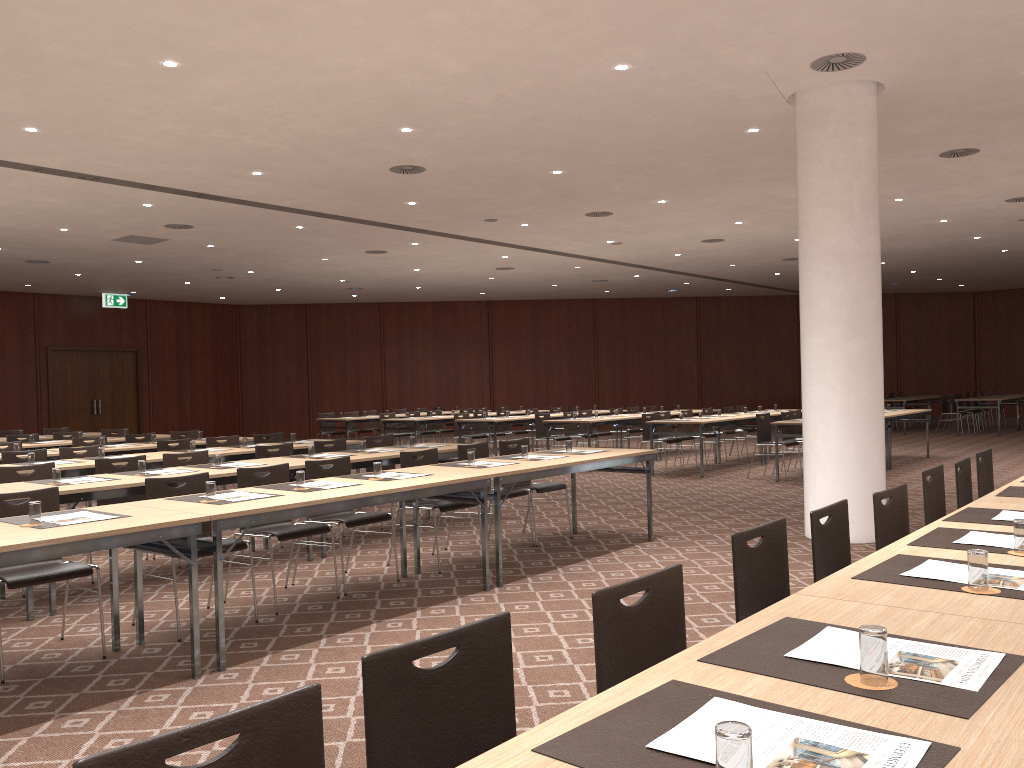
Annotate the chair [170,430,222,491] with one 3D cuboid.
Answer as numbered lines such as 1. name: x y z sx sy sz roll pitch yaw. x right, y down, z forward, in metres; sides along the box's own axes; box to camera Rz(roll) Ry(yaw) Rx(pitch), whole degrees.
1. chair: -4.410 1.112 12.231 0.614 0.939 0.535 -1 1 41

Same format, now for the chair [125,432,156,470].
1. chair: -4.830 1.124 11.775 0.614 0.939 0.535 -1 1 38

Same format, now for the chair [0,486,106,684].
1. chair: -2.677 1.071 4.947 0.614 0.939 0.535 -1 1 42

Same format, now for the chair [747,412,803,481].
1. chair: 3.806 0.892 12.871 0.614 0.939 0.535 -1 1 42

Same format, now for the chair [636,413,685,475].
1. chair: 2.328 0.930 14.060 0.614 0.939 0.535 -1 1 41

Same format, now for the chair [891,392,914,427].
1. chair: 10.599 0.701 24.252 0.614 0.939 0.535 -1 1 36

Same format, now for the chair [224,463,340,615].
1. chair: -1.619 1.042 6.179 0.614 0.939 0.535 -1 1 39

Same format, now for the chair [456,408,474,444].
1. chair: -0.881 1.012 19.603 0.614 0.939 0.535 -1 1 40

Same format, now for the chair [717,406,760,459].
1. chair: 4.144 0.880 16.267 0.614 0.939 0.535 -1 1 38

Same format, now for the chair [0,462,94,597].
1. chair: -3.674 1.097 6.883 0.614 0.939 0.535 -1 1 37

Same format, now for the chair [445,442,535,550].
1. chair: -0.210 1.003 7.947 0.614 0.939 0.535 -1 1 37

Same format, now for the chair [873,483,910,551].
1. chair: 1.895 0.950 4.020 0.614 0.939 0.535 -1 1 42

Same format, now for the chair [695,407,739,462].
1. chair: 3.655 0.894 15.835 0.614 0.939 0.535 -1 1 37

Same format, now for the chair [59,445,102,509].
1. chair: -4.361 1.113 9.143 0.614 0.939 0.535 -1 1 41

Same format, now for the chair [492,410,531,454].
1. chair: -0.032 0.991 17.553 0.614 0.939 0.535 -1 1 36

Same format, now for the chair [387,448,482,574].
1. chair: -0.637 1.015 7.307 0.614 0.939 0.535 -1 1 40

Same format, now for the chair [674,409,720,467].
1. chair: 3.142 0.908 15.117 0.614 0.939 0.535 -1 1 37

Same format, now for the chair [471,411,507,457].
1. chair: -0.470 1.003 17.117 0.614 0.939 0.535 -1 1 38

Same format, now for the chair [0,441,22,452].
1. chair: -5.897 1.153 10.422 0.614 0.939 0.535 -1 1 38

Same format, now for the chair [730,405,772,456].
1. chair: 4.509 0.870 16.778 0.614 0.939 0.535 -1 1 37

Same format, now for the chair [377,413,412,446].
1. chair: -2.395 1.054 17.924 0.614 0.939 0.535 -1 1 40

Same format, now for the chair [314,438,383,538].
1. chair: -1.744 1.043 9.109 0.614 0.939 0.535 -1 1 37

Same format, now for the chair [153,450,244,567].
1. chair: -2.787 1.072 7.841 0.614 0.939 0.535 -1 1 42

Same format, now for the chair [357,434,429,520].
1. chair: -1.332 1.032 9.731 0.614 0.939 0.535 -1 1 39

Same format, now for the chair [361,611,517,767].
1. chair: -0.018 1.003 1.816 0.614 0.939 0.535 -1 1 42

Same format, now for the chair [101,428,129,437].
1. chair: -5.966 1.153 13.542 0.614 0.939 0.535 -1 1 40

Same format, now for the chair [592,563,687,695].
1. chair: 0.482 0.989 2.303 0.614 0.939 0.535 -1 1 41

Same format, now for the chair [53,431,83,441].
1. chair: -6.376 1.164 12.922 0.614 0.939 0.535 -1 1 37

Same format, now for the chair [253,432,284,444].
1. chair: -2.876 1.072 10.881 0.614 0.939 0.535 -1 1 40

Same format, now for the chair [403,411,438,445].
1. chair: -1.918 1.041 18.341 0.614 0.939 0.535 -1 1 37

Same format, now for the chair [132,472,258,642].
1. chair: -2.024 1.053 5.621 0.614 0.939 0.535 -1 1 42

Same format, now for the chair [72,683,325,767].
1. chair: -0.359 1.012 1.347 0.614 0.939 0.535 -1 1 42

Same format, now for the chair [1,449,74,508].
1. chair: -4.705 1.123 8.724 0.614 0.939 0.535 -1 1 37

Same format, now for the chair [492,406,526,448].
1. chair: -0.069 0.989 20.656 0.614 0.939 0.535 -1 1 38

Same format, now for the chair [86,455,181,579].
1. chair: -3.186 1.083 7.423 0.614 0.939 0.535 -1 1 42

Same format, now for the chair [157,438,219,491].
1. chair: -3.701 1.095 10.000 0.614 0.939 0.535 -1 1 38

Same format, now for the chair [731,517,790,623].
1. chair: 1.028 0.974 3.087 0.614 0.939 0.535 -1 1 41

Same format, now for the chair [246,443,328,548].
1. chair: -2.201 1.056 8.620 0.614 0.939 0.535 -1 1 41

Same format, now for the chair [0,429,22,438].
1. chair: -7.972 1.206 14.196 0.614 0.939 0.535 -1 1 37

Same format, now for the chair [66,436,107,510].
1. chair: -5.231 1.135 11.166 0.614 0.939 0.535 -1 1 41

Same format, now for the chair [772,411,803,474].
1. chair: 4.300 0.878 13.309 0.614 0.939 0.535 -1 1 41

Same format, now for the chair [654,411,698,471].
1. chair: 2.651 0.921 14.614 0.614 0.939 0.535 -1 1 40

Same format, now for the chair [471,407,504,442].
1. chair: -0.570 1.003 20.143 0.614 0.939 0.535 -1 1 41

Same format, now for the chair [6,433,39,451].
1. chair: -6.798 1.176 12.475 0.614 0.939 0.535 -1 1 40

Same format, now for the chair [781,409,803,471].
1. chair: 4.574 0.871 13.805 0.614 0.939 0.535 -1 1 41

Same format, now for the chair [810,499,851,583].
1. chair: 1.442 0.962 3.537 0.614 0.939 0.535 -1 1 38

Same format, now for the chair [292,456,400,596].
1. chair: -1.263 1.032 6.667 0.614 0.939 0.535 -1 1 39

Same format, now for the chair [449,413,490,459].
1. chair: -0.806 1.012 16.546 0.614 0.939 0.535 -1 1 38

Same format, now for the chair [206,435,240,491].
1. chair: -3.302 1.084 10.430 0.614 0.939 0.535 -1 1 42

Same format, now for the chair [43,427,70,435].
1. chair: -7.476 1.192 14.732 0.614 0.939 0.535 -1 1 39

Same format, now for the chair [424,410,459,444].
1. chair: -1.528 1.030 18.882 0.614 0.939 0.535 -1 1 42

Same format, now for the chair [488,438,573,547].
1. chair: 0.157 0.993 8.338 0.614 0.939 0.535 -1 1 41
